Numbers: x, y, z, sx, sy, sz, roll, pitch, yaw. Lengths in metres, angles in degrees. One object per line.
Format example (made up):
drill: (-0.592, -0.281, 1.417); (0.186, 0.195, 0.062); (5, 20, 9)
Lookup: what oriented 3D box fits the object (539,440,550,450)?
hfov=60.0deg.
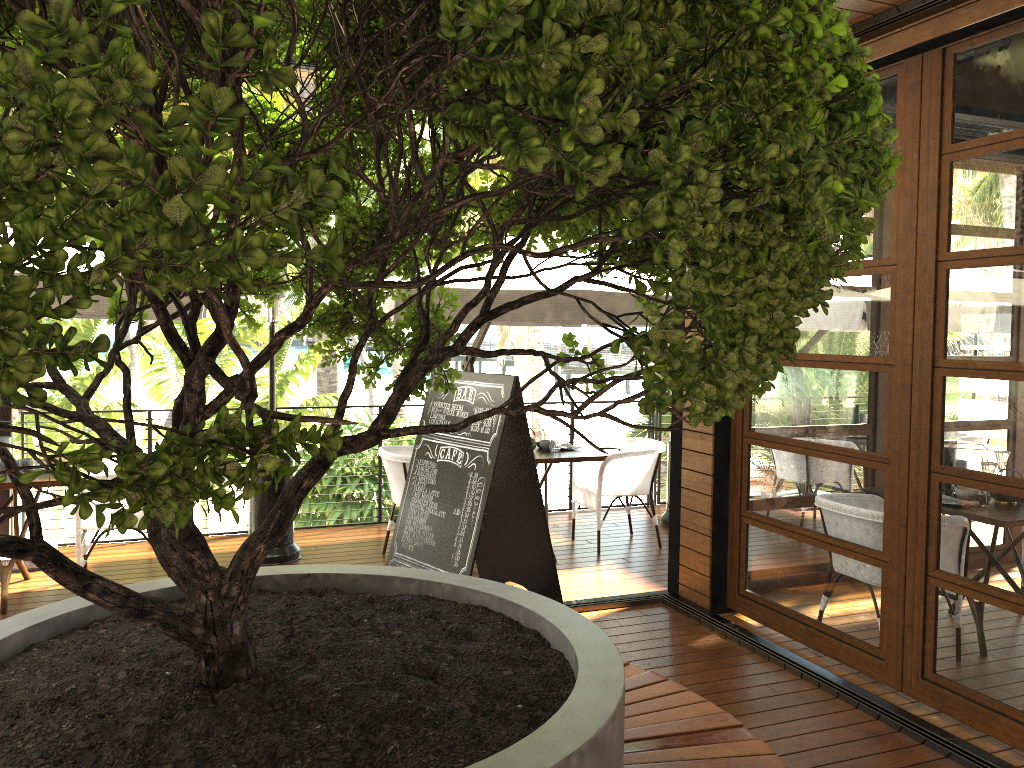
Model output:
object: (0.256, 0.450, 6.518); (0.116, 0.065, 0.116); (0, 3, -18)

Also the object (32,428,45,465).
object: (-2.894, 0.387, 5.407); (0.082, 0.227, 0.082); (0, 3, -21)

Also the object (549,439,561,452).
object: (0.314, 0.446, 6.421); (0.086, 0.086, 0.086); (0, 3, -18)

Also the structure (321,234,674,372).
structure: (0.002, 0.065, 6.534); (2.414, 2.331, 2.415); (0, 3, -22)

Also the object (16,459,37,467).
object: (-2.873, 0.481, 5.241); (0.116, 0.065, 0.116); (-1, 3, -24)

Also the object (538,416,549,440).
object: (0.235, 0.356, 6.683); (0.082, 0.227, 0.082); (0, 3, -21)

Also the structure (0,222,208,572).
structure: (-3.125, 0.096, 5.259); (2.414, 2.331, 2.415); (0, 3, -22)

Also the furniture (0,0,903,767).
furniture: (-0.585, 0.152, 1.989); (2.570, 2.720, 2.720); (3, 3, 33)

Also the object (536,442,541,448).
object: (0.217, 0.456, 6.610); (0.080, 0.042, 0.080); (-1, 4, -31)

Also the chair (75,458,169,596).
chair: (-2.348, 0.862, 5.495); (0.617, 0.787, 0.628); (0, 3, -21)

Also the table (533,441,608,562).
table: (0.073, 0.855, 6.515); (0.931, 0.749, 0.932); (0, 3, -22)

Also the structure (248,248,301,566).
structure: (-1.671, 0.126, 6.173); (0.699, 2.190, 0.700); (-1, 3, -34)

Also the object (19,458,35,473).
object: (-2.816, 0.477, 5.145); (0.086, 0.086, 0.086); (0, 3, -18)

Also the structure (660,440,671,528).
structure: (1.476, 0.095, 7.456); (0.699, 2.190, 0.700); (-1, 3, -34)

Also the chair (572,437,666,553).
chair: (0.828, 0.831, 6.790); (0.617, 0.787, 0.628); (0, 3, -21)

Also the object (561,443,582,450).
object: (0.383, 0.466, 6.622); (0.170, 0.025, 0.295); (-1, 4, -22)

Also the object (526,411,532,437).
object: (-0.019, 0.339, 6.655); (0.263, 0.264, 0.263); (2, 3, 23)

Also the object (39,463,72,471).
object: (-2.746, 0.497, 5.346); (0.170, 0.025, 0.295); (-1, 4, -22)

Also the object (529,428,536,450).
object: (0.093, 0.399, 6.380); (0.163, 0.178, 0.168); (0, 3, -24)

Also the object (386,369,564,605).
object: (-0.222, 0.631, 4.808); (0.771, 1.396, 0.769); (-1, 3, -38)

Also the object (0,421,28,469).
object: (-3.148, 0.370, 5.378); (0.263, 0.264, 0.263); (2, 3, 23)

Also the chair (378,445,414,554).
chair: (-0.620, 0.844, 6.227); (0.617, 0.787, 0.628); (0, 3, -21)

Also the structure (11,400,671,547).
structure: (-7.585, 0.814, 4.668); (26.267, 1.152, 0.163); (-1, 3, -22)

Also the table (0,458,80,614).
table: (-3.063, 0.886, 5.236); (0.931, 0.749, 0.932); (0, 3, -22)
